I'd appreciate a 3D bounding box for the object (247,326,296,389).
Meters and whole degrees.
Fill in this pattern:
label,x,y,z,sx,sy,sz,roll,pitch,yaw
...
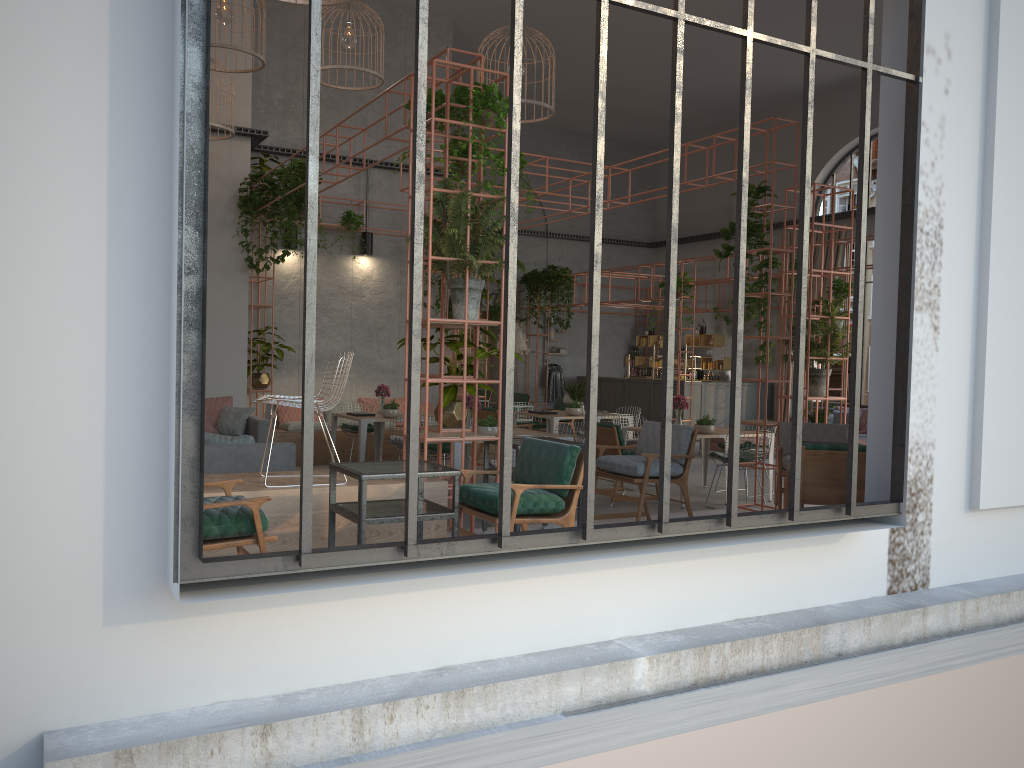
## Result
label,x,y,z,sx,sy,sz,roll,pitch,yaw
object,-3.644,-0.391,12.877,0.934,0.919,0.903,3,2,33

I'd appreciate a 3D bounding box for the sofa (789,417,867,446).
label,x,y,z,sx,sy,sz,roll,pitch,yaw
sofa,5.890,0.996,16.093,1.960,0.672,2.219,0,2,-29

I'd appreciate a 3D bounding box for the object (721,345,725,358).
label,x,y,z,sx,sy,sz,roll,pitch,yaw
object,4.785,-0.736,20.103,0.075,0.273,0.075,0,2,-40

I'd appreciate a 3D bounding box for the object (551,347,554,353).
label,x,y,z,sx,sy,sz,roll,pitch,yaw
object,1.001,-0.840,21.932,0.063,0.151,0.063,0,2,-43

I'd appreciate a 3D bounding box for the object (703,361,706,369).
label,x,y,z,sx,sy,sz,roll,pitch,yaw
object,4.435,-0.432,20.409,0.069,0.191,0.069,1,2,-17

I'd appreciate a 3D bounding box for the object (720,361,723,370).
label,x,y,z,sx,sy,sz,roll,pitch,yaw
object,4.745,-0.418,19.938,0.131,0.207,0.131,2,2,16

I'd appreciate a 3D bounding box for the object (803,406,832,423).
label,x,y,z,sx,sy,sz,roll,pitch,yaw
object,4.706,0.595,13.642,0.438,0.527,0.368,0,2,-29

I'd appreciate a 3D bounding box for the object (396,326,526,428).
label,x,y,z,sx,sy,sz,roll,pitch,yaw
object,-0.412,-0.108,7.147,0.934,0.923,0.903,2,2,28

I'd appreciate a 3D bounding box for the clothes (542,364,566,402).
label,x,y,z,sx,sy,sz,roll,pitch,yaw
clothes,1.055,-0.006,21.991,0.366,0.997,0.625,3,2,41

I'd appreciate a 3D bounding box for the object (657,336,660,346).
label,x,y,z,sx,sy,sz,roll,pitch,yaw
object,3.675,-1.058,22.020,0.137,0.261,0.137,2,2,7

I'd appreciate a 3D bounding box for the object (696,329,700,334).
label,x,y,z,sx,sy,sz,roll,pitch,yaw
object,4.321,-1.213,20.650,0.088,0.123,0.088,2,2,27

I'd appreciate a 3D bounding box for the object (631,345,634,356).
label,x,y,z,sx,sy,sz,roll,pitch,yaw
object,3.106,-0.872,22.847,0.066,0.291,0.066,2,2,31

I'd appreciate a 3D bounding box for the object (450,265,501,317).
label,x,y,z,sx,sy,sz,roll,pitch,yaw
object,-0.549,-1.537,14.509,0.934,0.947,0.903,2,2,23

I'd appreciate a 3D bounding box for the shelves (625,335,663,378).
label,x,y,z,sx,sy,sz,roll,pitch,yaw
shelves,3.507,-0.303,22.327,0.328,1.838,1.750,0,2,-29

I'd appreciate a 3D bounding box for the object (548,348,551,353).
label,x,y,z,sx,sy,sz,roll,pitch,yaw
object,0.934,-0.848,21.918,0.055,0.164,0.092,1,2,-10

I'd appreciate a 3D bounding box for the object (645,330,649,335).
label,x,y,z,sx,sy,sz,roll,pitch,yaw
object,3.391,-1.287,22.328,0.088,0.123,0.088,2,2,27

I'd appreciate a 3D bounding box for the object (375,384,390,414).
label,x,y,z,sx,sy,sz,roll,pitch,yaw
object,-1.773,0.205,12.156,0.213,0.414,0.225,0,2,-37

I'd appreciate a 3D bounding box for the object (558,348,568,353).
label,x,y,z,sx,sy,sz,roll,pitch,yaw
object,1.259,-0.832,22.085,0.219,0.149,0.129,0,2,-29

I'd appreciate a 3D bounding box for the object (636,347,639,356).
label,x,y,z,sx,sy,sz,roll,pitch,yaw
object,3.245,-0.870,22.922,0.066,0.291,0.066,2,2,11

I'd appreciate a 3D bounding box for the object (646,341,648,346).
label,x,y,z,sx,sy,sz,roll,pitch,yaw
object,3.435,-1.014,22.323,0.123,0.142,0.141,0,2,-29

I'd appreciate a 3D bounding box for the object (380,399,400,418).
label,x,y,z,sx,sy,sz,roll,pitch,yaw
object,-1.574,0.316,11.455,0.248,0.247,0.254,0,2,-29

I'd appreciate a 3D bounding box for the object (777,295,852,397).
label,x,y,z,sx,sy,sz,roll,pitch,yaw
object,3.400,-0.414,9.822,0.894,1.100,0.900,1,2,0

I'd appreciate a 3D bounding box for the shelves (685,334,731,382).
label,x,y,z,sx,sy,sz,roll,pitch,yaw
shelves,4.437,-0.228,20.649,0.328,1.838,1.750,0,2,-29

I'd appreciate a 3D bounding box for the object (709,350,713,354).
label,x,y,z,sx,sy,sz,roll,pitch,yaw
object,4.548,-0.691,20.274,0.083,0.159,0.083,2,2,16

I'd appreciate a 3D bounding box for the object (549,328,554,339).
label,x,y,z,sx,sy,sz,roll,pitch,yaw
object,0.972,-1.283,21.902,0.136,0.336,0.145,1,2,-15

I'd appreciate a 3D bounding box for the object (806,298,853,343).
label,x,y,z,sx,sy,sz,roll,pitch,yaw
object,4.848,-0.866,13.554,0.923,0.946,0.924,2,2,27

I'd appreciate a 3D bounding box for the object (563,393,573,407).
label,x,y,z,sx,sy,sz,roll,pitch,yaw
object,0.904,0.288,13.585,0.241,0.313,0.241,2,2,16

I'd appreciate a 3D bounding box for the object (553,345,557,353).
label,x,y,z,sx,sy,sz,roll,pitch,yaw
object,1.072,-0.866,21.980,0.081,0.204,0.081,0,2,-29

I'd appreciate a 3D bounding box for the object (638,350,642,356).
label,x,y,z,sx,sy,sz,roll,pitch,yaw
object,3.284,-0.795,22.827,0.115,0.147,0.115,2,2,16

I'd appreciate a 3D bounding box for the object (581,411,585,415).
label,x,y,z,sx,sy,sz,roll,pitch,yaw
object,1.050,0.420,13.093,0.115,0.078,0.115,1,2,-23

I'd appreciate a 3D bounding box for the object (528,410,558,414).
label,x,y,z,sx,sy,sz,roll,pitch,yaw
object,0.455,0.422,13.173,0.268,0.031,0.427,0,2,-29

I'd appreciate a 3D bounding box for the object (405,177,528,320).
label,x,y,z,sx,sy,sz,roll,pitch,yaw
object,-0.343,-1.028,6.677,0.894,1.101,0.900,2,2,25

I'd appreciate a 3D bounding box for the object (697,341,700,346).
label,x,y,z,sx,sy,sz,roll,pitch,yaw
object,4.365,-0.939,20.645,0.123,0.142,0.141,0,2,-29

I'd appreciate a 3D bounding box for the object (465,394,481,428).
label,x,y,z,sx,sy,sz,roll,pitch,yaw
object,-0.446,0.312,9.761,0.213,0.414,0.225,0,2,-37

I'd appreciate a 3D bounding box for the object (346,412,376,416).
label,x,y,z,sx,sy,sz,roll,pitch,yaw
object,-2.014,0.401,11.804,0.268,0.031,0.427,0,2,-29

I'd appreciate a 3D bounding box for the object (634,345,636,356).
label,x,y,z,sx,sy,sz,roll,pitch,yaw
object,3.173,-0.871,22.885,0.066,0.291,0.066,1,2,-22

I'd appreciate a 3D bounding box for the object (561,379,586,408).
label,x,y,z,sx,sy,sz,roll,pitch,yaw
object,0.961,0.182,13.259,0.438,0.527,0.368,0,2,-29

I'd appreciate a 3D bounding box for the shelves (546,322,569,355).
label,x,y,z,sx,sy,sz,roll,pitch,yaw
shelves,1.137,-1.120,21.986,0.560,0.790,0.186,0,2,-29

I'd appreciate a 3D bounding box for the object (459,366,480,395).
label,x,y,z,sx,sy,sz,roll,pitch,yaw
object,-0.717,-0.074,14.576,0.438,0.527,0.368,0,2,-29

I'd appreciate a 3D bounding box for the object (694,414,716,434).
label,x,y,z,sx,sy,sz,roll,pitch,yaw
object,2.258,0.470,10.401,0.247,0.247,0.252,0,2,-29

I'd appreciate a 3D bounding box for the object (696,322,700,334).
label,x,y,z,sx,sy,sz,roll,pitch,yaw
object,4.401,-1.307,20.874,0.134,0.301,0.134,0,2,-40

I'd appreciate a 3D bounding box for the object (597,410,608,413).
label,x,y,z,sx,sy,sz,roll,pitch,yaw
object,1.355,0.424,13.557,0.218,0.041,0.218,1,2,-21

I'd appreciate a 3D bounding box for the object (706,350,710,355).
label,x,y,z,sx,sy,sz,roll,pitch,yaw
object,4.504,-0.694,20.354,0.083,0.159,0.083,2,2,16

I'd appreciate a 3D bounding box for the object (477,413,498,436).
label,x,y,z,sx,sy,sz,roll,pitch,yaw
object,-0.250,0.422,9.065,0.247,0.247,0.252,0,2,-29

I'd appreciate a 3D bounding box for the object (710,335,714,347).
label,x,y,z,sx,sy,sz,roll,pitch,yaw
object,4.605,-0.983,20.342,0.137,0.261,0.137,2,2,7

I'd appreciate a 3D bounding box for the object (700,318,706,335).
label,x,y,z,sx,sy,sz,roll,pitch,yaw
object,4.463,-1.342,20.688,0.134,0.386,0.134,0,2,-40

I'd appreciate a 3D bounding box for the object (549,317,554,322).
label,x,y,z,sx,sy,sz,roll,pitch,yaw
object,0.978,-1.586,21.883,0.133,0.145,0.133,2,2,23

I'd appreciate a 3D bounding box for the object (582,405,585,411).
label,x,y,z,sx,sy,sz,roll,pitch,yaw
object,1.114,0.379,13.552,0.095,0.119,0.095,1,2,-5

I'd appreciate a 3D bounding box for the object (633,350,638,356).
label,x,y,z,sx,sy,sz,roll,pitch,yaw
object,3.169,-0.796,22.763,0.115,0.147,0.115,2,2,16

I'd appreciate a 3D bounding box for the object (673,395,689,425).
label,x,y,z,sx,sy,sz,roll,pitch,yaw
object,2.117,0.346,11.183,0.213,0.414,0.225,0,2,-37

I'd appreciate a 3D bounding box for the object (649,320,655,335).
label,x,y,z,sx,sy,sz,roll,pitch,yaw
object,3.534,-1.416,22.366,0.134,0.386,0.134,2,2,5

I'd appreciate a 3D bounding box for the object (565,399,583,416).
label,x,y,z,sx,sy,sz,roll,pitch,yaw
object,0.895,0.336,12.824,0.248,0.247,0.254,0,2,-29
